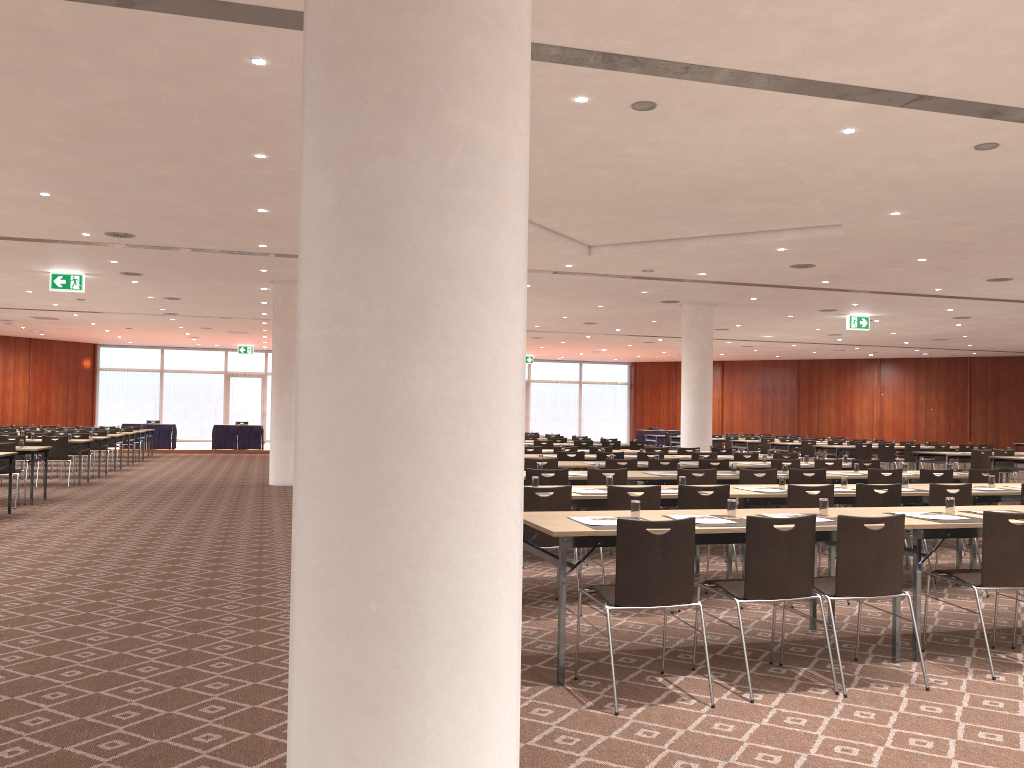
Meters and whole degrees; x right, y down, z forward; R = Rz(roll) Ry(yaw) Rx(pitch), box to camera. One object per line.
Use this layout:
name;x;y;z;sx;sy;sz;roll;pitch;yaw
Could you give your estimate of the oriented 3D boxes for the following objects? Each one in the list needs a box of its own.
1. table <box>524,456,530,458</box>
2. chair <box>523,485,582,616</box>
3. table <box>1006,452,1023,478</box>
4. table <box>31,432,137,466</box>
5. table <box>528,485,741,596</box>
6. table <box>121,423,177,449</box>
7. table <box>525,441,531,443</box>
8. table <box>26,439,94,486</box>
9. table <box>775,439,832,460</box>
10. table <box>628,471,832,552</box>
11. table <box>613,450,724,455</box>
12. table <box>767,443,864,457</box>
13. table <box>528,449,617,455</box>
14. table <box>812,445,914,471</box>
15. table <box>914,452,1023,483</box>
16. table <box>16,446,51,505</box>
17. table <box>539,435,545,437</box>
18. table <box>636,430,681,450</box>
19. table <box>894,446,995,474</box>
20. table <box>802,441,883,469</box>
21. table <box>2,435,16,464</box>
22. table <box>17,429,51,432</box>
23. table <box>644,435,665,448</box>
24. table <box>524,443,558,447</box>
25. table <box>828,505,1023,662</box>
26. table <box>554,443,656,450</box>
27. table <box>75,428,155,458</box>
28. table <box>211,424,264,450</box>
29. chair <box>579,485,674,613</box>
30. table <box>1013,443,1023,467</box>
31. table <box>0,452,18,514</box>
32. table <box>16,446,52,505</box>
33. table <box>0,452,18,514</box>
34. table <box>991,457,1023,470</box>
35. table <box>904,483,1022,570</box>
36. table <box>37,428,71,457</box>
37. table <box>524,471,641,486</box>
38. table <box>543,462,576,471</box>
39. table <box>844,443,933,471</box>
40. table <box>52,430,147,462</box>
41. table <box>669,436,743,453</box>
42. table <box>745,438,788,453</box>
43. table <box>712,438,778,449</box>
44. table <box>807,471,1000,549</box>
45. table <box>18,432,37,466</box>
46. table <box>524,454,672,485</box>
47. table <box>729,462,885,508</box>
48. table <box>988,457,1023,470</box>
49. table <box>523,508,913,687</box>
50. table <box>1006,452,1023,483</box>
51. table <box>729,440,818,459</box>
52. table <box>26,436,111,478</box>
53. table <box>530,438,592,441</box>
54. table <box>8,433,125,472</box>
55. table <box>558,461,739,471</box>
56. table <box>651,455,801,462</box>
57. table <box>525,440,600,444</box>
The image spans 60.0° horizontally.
table;-0.956;1.479;13.171;2.267;0.833;0.953;2;-2;-15
chair;0.184;1.216;6.642;0.535;0.939;0.614;1;-2;-14
table;11.661;1.887;18.735;2.267;0.833;0.953;2;-2;-15
table;-10.767;1.637;22.387;2.267;0.833;0.953;2;-2;-15
table;0.646;1.303;7.390;2.267;0.833;0.953;2;-2;-15
table;-12.087;1.743;29.517;1.712;0.832;1.042;1;-2;-15
table;-0.770;1.757;21.003;2.267;0.833;0.953;2;-2;-15
table;-9.166;1.461;16.606;2.267;0.833;0.953;2;-2;-15
table;9.126;2.165;27.888;2.267;0.833;0.953;2;-2;-15
table;2.299;1.420;9.922;2.267;0.833;0.953;2;-2;-15
table;2.885;1.654;16.308;2.267;0.833;0.953;2;-2;-15
table;8.006;1.990;23.429;2.267;0.833;0.953;2;-2;-15
table;0.698;1.596;15.703;2.267;0.833;0.953;2;-2;-15
table;8.540;1.931;21.502;2.267;0.833;0.953;2;-2;-15
table;9.474;1.829;18.130;2.267;0.833;0.953;2;-2;-15
table;-8.232;1.359;13.234;2.267;0.833;0.953;2;-2;-15
table;-0.184;1.991;27.389;2.267;0.833;0.953;2;-2;-15
table;5.754;2.217;34.450;1.712;0.832;1.042;1;-2;-15
table;10.727;1.989;22.107;2.267;0.833;0.953;2;-2;-15
table;9.660;2.107;25.961;2.267;0.833;0.953;2;-2;-15
table;-12.421;1.521;19.856;2.267;0.833;0.953;2;-2;-15
table;-13.488;1.638;23.710;2.267;0.833;0.953;2;-2;-15
table;5.871;2.225;31.138;2.267;0.833;0.953;2;-2;-15
table;-0.236;1.698;19.075;2.267;0.833;0.953;2;-2;-15
table;3.367;1.302;6.068;2.267;0.833;0.953;2;-2;-15
table;1.951;1.756;19.680;2.267;0.833;0.953;2;-2;-15
table;-11.835;1.755;26.242;2.267;0.833;0.953;2;-2;-15
table;-9.346;1.816;30.275;1.712;0.832;1.042;1;-2;-15
chair;0.866;1.232;6.795;0.535;0.939;0.614;1;-2;-16
table;17.142;2.305;28.030;2.267;0.833;0.953;2;-2;-15
table;-7.698;1.300;11.307;2.267;0.833;0.953;2;-2;-15
table;-8.232;1.359;13.234;2.267;0.833;0.953;2;-2;-15
table;-7.698;1.300;11.307;2.267;0.833;0.953;2;-2;-15
table;10.008;1.770;16.203;2.267;0.833;0.953;2;-2;-15
table;5.020;1.419;8.600;2.267;0.833;0.953;2;-2;-15
table;-14.022;1.697;25.637;2.267;0.833;0.953;2;-2;-15
table;0.112;1.362;9.317;2.267;0.833;0.953;2;-2;-15
table;-0.422;1.420;11.244;2.267;0.833;0.953;2;-2;-15
table;10.193;2.048;24.034;2.267;0.833;0.953;2;-2;-15
table;-11.301;1.696;24.314;2.267;0.833;0.953;2;-2;-15
table;6.405;2.166;29.210;2.267;0.833;0.953;2;-2;-15
table;8.592;2.224;29.815;2.267;0.833;0.953;2;-2;-15
table;6.938;2.107;27.283;2.267;0.833;0.953;2;-2;-15
table;4.487;1.478;10.527;2.267;0.833;0.953;2;-2;-15
table;-12.955;1.579;21.783;2.267;0.833;0.953;2;-2;-15
table;1.232;1.537;13.776;2.267;0.833;0.953;2;-2;-15
table;3.953;1.536;12.454;2.267;0.833;0.953;2;-2;-15
table;10.008;1.770;16.203;2.267;0.833;0.953;2;-2;-15
table;1.179;1.244;5.463;2.267;0.833;0.953;2;-2;-15
table;11.661;1.887;18.735;2.267;0.833;0.953;2;-2;-15
table;7.472;2.049;25.356;2.267;0.833;0.953;2;-2;-15
table;-9.700;1.520;18.533;2.267;0.833;0.953;2;-2;-15
table;0.884;1.874;23.534;2.267;0.833;0.953;2;-2;-15
table;-10.234;1.579;20.460;2.267;0.833;0.953;2;-2;-15
table;1.765;1.478;11.849;2.267;0.833;0.953;2;-2;-15
table;3.419;1.595;14.381;2.267;0.833;0.953;2;-2;-15
table;1.417;1.815;21.607;2.267;0.833;0.953;2;-2;-15
